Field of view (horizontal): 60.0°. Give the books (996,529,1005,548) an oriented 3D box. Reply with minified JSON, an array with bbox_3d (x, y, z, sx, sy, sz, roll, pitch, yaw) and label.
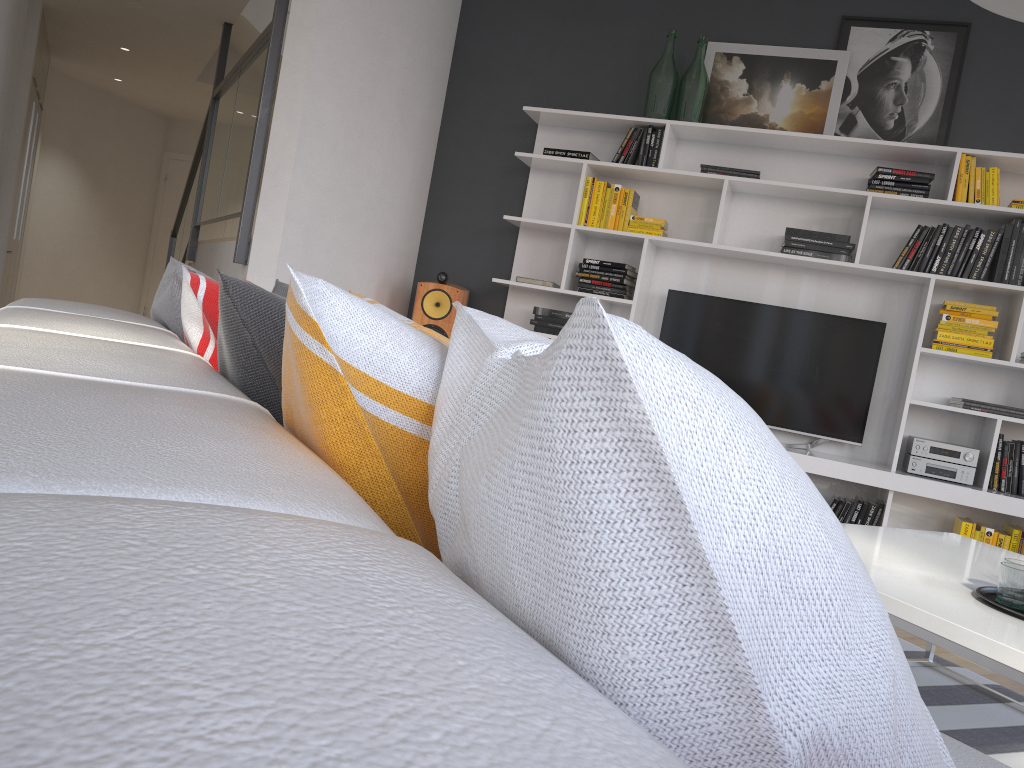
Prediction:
[{"bbox_3d":[2.257,0.807,4.160,0.024,0.234,0.172,11,3,18],"label":"books"}]

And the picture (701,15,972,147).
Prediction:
[{"bbox_3d":[1.630,-1.577,4.623,1.279,0.707,0.076,11,3,18],"label":"picture"}]

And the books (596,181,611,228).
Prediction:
[{"bbox_3d":[0.513,-0.959,4.856,0.015,0.263,0.199,11,3,18],"label":"books"}]

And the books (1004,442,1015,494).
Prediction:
[{"bbox_3d":[2.346,0.394,4.209,0.049,0.236,0.170,11,3,19],"label":"books"}]

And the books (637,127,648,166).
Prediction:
[{"bbox_3d":[0.713,-1.252,4.773,0.021,0.221,0.156,11,3,18],"label":"books"}]

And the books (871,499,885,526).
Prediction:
[{"bbox_3d":[1.756,0.694,4.334,0.066,0.260,0.197,11,3,18],"label":"books"}]

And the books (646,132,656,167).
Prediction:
[{"bbox_3d":[0.758,-1.235,4.759,0.021,0.200,0.147,11,3,18],"label":"books"}]

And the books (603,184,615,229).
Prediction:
[{"bbox_3d":[0.548,-0.947,4.841,0.019,0.251,0.180,11,3,18],"label":"books"}]

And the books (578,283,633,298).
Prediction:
[{"bbox_3d":[0.511,-0.509,4.835,0.270,0.025,0.189,11,3,17],"label":"books"}]

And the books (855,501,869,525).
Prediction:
[{"bbox_3d":[1.686,0.690,4.352,0.068,0.243,0.179,11,3,17],"label":"books"}]

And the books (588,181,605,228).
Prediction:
[{"bbox_3d":[0.484,-0.963,4.863,0.044,0.255,0.198,11,3,18],"label":"books"}]

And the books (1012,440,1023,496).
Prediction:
[{"bbox_3d":[2.396,0.394,4.196,0.066,0.255,0.193,11,3,18],"label":"books"}]

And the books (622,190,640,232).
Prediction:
[{"bbox_3d":[0.646,-0.919,4.809,0.024,0.234,0.172,11,3,18],"label":"books"}]

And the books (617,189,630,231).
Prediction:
[{"bbox_3d":[0.621,-0.924,4.813,0.024,0.234,0.172,11,3,18],"label":"books"}]

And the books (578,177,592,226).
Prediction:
[{"bbox_3d":[0.423,-0.981,4.869,0.029,0.270,0.204,11,3,18],"label":"books"}]

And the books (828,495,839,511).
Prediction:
[{"bbox_3d":[1.546,0.665,4.400,0.104,0.234,0.182,11,3,18],"label":"books"}]

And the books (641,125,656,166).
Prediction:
[{"bbox_3d":[0.739,-1.254,4.770,0.025,0.232,0.176,11,3,18],"label":"books"}]

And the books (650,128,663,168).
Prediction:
[{"bbox_3d":[0.787,-1.237,4.750,0.038,0.218,0.169,11,3,18],"label":"books"}]

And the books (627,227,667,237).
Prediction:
[{"bbox_3d":[0.725,-0.801,4.767,0.190,0.033,0.147,11,3,18],"label":"books"}]

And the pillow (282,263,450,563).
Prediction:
[{"bbox_3d":[0.665,0.291,0.613,2.095,0.440,0.630,11,3,20],"label":"pillow"}]

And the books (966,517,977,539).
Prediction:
[{"bbox_3d":[2.150,0.772,4.203,0.015,0.263,0.199,11,3,18],"label":"books"}]

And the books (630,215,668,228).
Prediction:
[{"bbox_3d":[0.740,-0.872,4.775,0.186,0.026,0.138,11,3,18],"label":"books"}]

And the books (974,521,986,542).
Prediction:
[{"bbox_3d":[2.185,0.783,4.188,0.019,0.251,0.180,11,3,18],"label":"books"}]

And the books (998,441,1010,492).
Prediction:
[{"bbox_3d":[2.326,0.388,4.223,0.053,0.240,0.189,11,3,18],"label":"books"}]

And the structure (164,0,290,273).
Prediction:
[{"bbox_3d":[-0.708,-1.888,6.503,2.823,4.339,4.190,9,4,-27],"label":"structure"}]

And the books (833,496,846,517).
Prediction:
[{"bbox_3d":[1.579,0.673,4.394,0.096,0.234,0.187,11,3,18],"label":"books"}]

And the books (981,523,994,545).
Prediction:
[{"bbox_3d":[2.209,0.789,4.178,0.035,0.250,0.185,11,3,18],"label":"books"}]

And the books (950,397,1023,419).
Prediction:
[{"bbox_3d":[2.292,0.117,4.260,0.310,0.047,0.250,11,3,14],"label":"books"}]

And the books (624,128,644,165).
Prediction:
[{"bbox_3d":[0.668,-1.259,4.787,0.074,0.212,0.154,11,3,17],"label":"books"}]

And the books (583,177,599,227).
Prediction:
[{"bbox_3d":[0.451,-0.976,4.869,0.025,0.270,0.213,11,3,18],"label":"books"}]

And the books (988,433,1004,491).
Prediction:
[{"bbox_3d":[2.300,0.367,4.235,0.053,0.268,0.202,11,3,18],"label":"books"}]

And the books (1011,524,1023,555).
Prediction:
[{"bbox_3d":[2.343,0.805,4.151,0.025,0.270,0.213,11,3,18],"label":"books"}]

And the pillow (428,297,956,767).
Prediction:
[{"bbox_3d":[0.975,0.332,0.548,2.156,0.456,0.580,10,3,-1],"label":"pillow"}]

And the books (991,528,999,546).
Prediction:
[{"bbox_3d":[2.236,0.800,4.171,0.023,0.239,0.169,11,3,18],"label":"books"}]

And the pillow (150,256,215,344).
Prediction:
[{"bbox_3d":[0.209,0.161,1.072,0.647,0.453,2.953,8,4,-39],"label":"pillow"}]

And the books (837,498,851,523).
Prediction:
[{"bbox_3d":[1.604,0.678,4.371,0.081,0.233,0.169,11,3,17],"label":"books"}]

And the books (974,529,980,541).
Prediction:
[{"bbox_3d":[2.157,0.792,4.178,0.024,0.229,0.156,11,3,18],"label":"books"}]

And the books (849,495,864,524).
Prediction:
[{"bbox_3d":[1.664,0.678,4.365,0.075,0.254,0.192,11,3,17],"label":"books"}]

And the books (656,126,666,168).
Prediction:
[{"bbox_3d":[0.812,-1.239,4.734,0.019,0.230,0.174,11,3,18],"label":"books"}]

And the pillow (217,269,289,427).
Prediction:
[{"bbox_3d":[0.107,0.177,0.549,0.608,0.436,2.120,8,4,-31],"label":"pillow"}]

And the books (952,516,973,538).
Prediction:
[{"bbox_3d":[2.120,0.768,4.210,0.044,0.255,0.198,11,3,18],"label":"books"}]

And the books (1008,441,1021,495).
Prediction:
[{"bbox_3d":[2.365,0.394,4.194,0.050,0.242,0.169,11,3,18],"label":"books"}]

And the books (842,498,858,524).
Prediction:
[{"bbox_3d":[1.633,0.681,4.348,0.069,0.242,0.172,11,3,19],"label":"books"}]

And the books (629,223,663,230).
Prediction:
[{"bbox_3d":[0.722,-0.837,4.752,0.169,0.018,0.113,11,3,19],"label":"books"}]

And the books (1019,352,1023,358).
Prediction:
[{"bbox_3d":[2.513,-0.119,4.157,0.213,0.023,0.161,12,3,22],"label":"books"}]

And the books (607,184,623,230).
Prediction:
[{"bbox_3d":[0.573,-0.942,4.831,0.035,0.250,0.185,11,3,18],"label":"books"}]

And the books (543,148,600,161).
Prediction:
[{"bbox_3d":[0.331,-1.242,4.890,0.268,0.046,0.208,12,3,22],"label":"books"}]

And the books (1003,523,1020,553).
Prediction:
[{"bbox_3d":[2.315,0.800,4.151,0.029,0.270,0.204,11,3,18],"label":"books"}]

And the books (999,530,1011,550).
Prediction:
[{"bbox_3d":[2.283,0.812,4.155,0.024,0.234,0.172,11,3,18],"label":"books"}]

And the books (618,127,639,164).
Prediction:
[{"bbox_3d":[0.645,-1.264,4.808,0.087,0.214,0.171,11,3,18],"label":"books"}]

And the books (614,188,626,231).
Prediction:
[{"bbox_3d":[0.600,-0.931,4.824,0.023,0.239,0.169,11,3,18],"label":"books"}]

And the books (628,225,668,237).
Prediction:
[{"bbox_3d":[0.731,-0.823,4.769,0.196,0.011,0.148,11,3,18],"label":"books"}]

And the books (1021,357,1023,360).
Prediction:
[{"bbox_3d":[2.502,-0.100,4.145,0.198,0.015,0.142,11,3,17],"label":"books"}]

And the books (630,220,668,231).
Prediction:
[{"bbox_3d":[0.736,-0.852,4.763,0.187,0.014,0.134,11,3,18],"label":"books"}]

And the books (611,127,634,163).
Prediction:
[{"bbox_3d":[0.613,-1.271,4.813,0.096,0.213,0.166,11,3,16],"label":"books"}]

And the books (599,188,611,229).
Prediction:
[{"bbox_3d":[0.521,-0.939,4.831,0.024,0.229,0.156,11,3,18],"label":"books"}]

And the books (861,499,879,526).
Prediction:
[{"bbox_3d":[1.723,0.692,4.344,0.084,0.249,0.191,11,3,18],"label":"books"}]

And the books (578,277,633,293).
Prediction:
[{"bbox_3d":[0.515,-0.538,4.853,0.266,0.030,0.209,11,3,17],"label":"books"}]

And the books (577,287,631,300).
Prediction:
[{"bbox_3d":[0.505,-0.485,4.835,0.263,0.026,0.189,11,3,16],"label":"books"}]

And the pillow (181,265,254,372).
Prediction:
[{"bbox_3d":[-0.047,0.159,0.838,0.575,0.449,2.250,8,4,-29],"label":"pillow"}]
